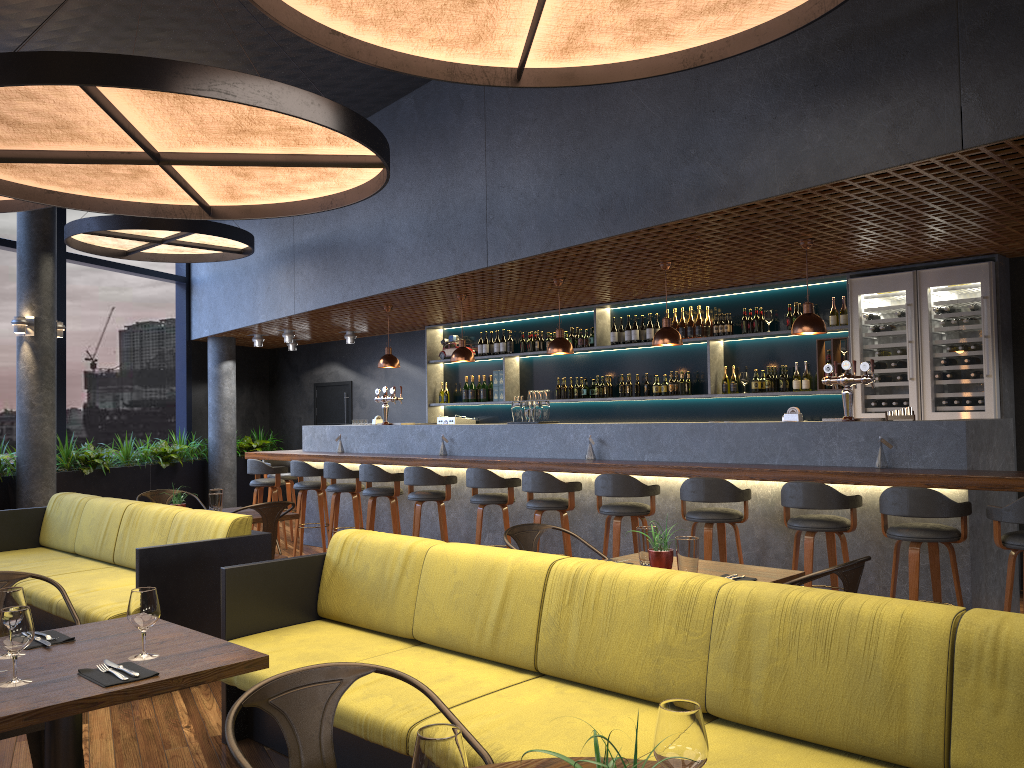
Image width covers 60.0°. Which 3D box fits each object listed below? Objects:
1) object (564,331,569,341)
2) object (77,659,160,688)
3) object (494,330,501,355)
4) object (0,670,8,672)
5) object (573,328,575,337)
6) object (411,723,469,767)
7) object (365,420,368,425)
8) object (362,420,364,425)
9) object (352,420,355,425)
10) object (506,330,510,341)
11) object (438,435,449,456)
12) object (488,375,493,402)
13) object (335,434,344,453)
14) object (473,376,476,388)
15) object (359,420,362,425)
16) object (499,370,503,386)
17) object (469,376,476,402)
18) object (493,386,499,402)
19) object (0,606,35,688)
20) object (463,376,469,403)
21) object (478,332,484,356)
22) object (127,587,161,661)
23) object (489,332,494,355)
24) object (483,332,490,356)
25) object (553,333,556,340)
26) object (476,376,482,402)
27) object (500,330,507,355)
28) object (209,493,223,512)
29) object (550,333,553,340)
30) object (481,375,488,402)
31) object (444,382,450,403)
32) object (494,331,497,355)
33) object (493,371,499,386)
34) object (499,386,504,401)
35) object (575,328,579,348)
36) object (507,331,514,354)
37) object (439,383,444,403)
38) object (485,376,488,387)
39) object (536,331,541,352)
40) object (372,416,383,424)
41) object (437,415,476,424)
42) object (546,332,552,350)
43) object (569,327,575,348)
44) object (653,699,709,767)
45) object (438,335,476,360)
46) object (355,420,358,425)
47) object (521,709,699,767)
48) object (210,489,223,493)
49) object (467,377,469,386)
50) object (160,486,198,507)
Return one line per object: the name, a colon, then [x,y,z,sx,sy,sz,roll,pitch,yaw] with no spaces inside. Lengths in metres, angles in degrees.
object: [0.640,-0.507,10.455,0.088,0.224,0.088,-3,-3,39]
object: [-1.137,0.820,2.540,0.255,0.019,0.157,-3,-3,44]
object: [-0.178,-0.515,11.078,0.085,0.310,0.086,0,-2,-27]
object: [-1.554,0.825,2.473,0.157,0.019,0.255,-3,-3,44]
object: [0.720,-0.526,10.395,0.063,0.254,0.063,1,-3,-38]
object: [-0.117,0.670,1.446,0.097,0.206,0.097,0,-2,-21]
object: [-1.795,0.469,10.919,0.042,0.059,0.042,-3,-3,42]
object: [-1.831,0.468,10.883,0.042,0.059,0.042,-3,-3,42]
object: [-1.925,0.466,10.778,0.042,0.059,0.042,-3,-3,42]
object: [-0.039,-0.518,11.073,0.085,0.310,0.086,-1,-2,-5]
object: [-0.669,0.598,8.691,0.114,0.203,0.069,-1,-2,5]
object: [-0.265,0.059,11.323,0.094,0.340,0.094,0,-2,-24]
object: [-1.925,0.663,9.889,0.114,0.203,0.069,-1,-2,2]
object: [-0.505,0.070,11.520,0.094,0.340,0.094,1,-3,-40]
object: [-1.853,0.467,10.837,0.042,0.059,0.042,-3,-3,42]
object: [-0.104,-0.072,11.038,0.098,0.192,0.080,-3,-3,44]
object: [-0.512,0.066,11.404,0.094,0.340,0.094,0,-2,-32]
object: [-0.173,0.124,11.102,0.098,0.192,0.080,-3,-3,44]
object: [-1.382,0.728,2.466,0.097,0.206,0.097,-3,-3,44]
object: [-0.592,0.069,11.462,0.094,0.340,0.094,0,-2,-24]
object: [-0.391,-0.505,11.282,0.085,0.310,0.086,-1,-2,-12]
object: [-1.128,0.733,2.718,0.097,0.206,0.097,-2,-3,36]
object: [-0.257,-0.507,11.280,0.085,0.310,0.086,0,-2,-35]
object: [-0.326,-0.508,11.216,0.085,0.310,0.086,0,-2,-19]
object: [0.508,-0.499,10.525,0.068,0.217,0.068,0,-2,-26]
object: [-0.421,0.066,11.460,0.094,0.340,0.094,0,-2,-24]
object: [-0.105,-0.519,11.005,0.085,0.310,0.086,-1,-2,-12]
object: [-2.188,0.899,6.553,0.102,0.178,0.102,-2,-2,30]
object: [0.468,-0.496,10.601,0.068,0.217,0.068,1,-3,-41]
object: [-0.353,0.058,11.265,0.094,0.340,0.094,-1,-2,-6]
object: [-0.875,0.120,11.852,0.079,0.281,0.079,1,-3,-42]
object: [-0.189,-0.511,11.211,0.085,0.310,0.086,0,-2,-19]
object: [-0.175,-0.068,11.110,0.098,0.192,0.080,-3,-3,44]
object: [-0.100,0.120,11.031,0.098,0.192,0.080,-3,-3,44]
object: [0.763,-0.529,10.318,0.063,0.254,0.063,0,-2,-18]
object: [-0.018,-0.506,10.927,0.083,0.301,0.083,1,-3,-39]
object: [-0.942,0.123,11.913,0.079,0.281,0.079,0,-2,-27]
object: [-0.350,0.063,11.393,0.094,0.340,0.094,1,-3,-36]
object: [0.313,-0.511,10.605,0.063,0.254,0.063,0,-2,-28]
object: [-1.504,0.454,11.285,0.200,0.106,0.766,-3,-3,44]
object: [-0.785,0.685,11.504,0.355,0.569,0.550,-3,-3,44]
object: [0.437,-0.500,10.464,0.068,0.217,0.068,-2,-2,34]
object: [0.693,-0.530,10.263,0.063,0.254,0.063,-1,-2,2]
object: [0.296,0.666,1.553,0.097,0.206,0.097,-1,-2,-4]
object: [-0.736,-0.487,11.710,0.579,0.319,0.229,-3,-3,44]
object: [-1.892,0.467,10.811,0.042,0.059,0.042,-3,-3,42]
object: [0.163,0.626,1.345,0.238,0.271,0.260,0,-2,-24]
object: [-2.318,0.916,6.956,0.102,0.178,0.102,-1,-2,-10]
object: [-0.585,0.074,11.590,0.094,0.340,0.094,-1,-2,-10]
object: [-2.462,0.856,6.522,0.238,0.271,0.260,1,-3,-41]
